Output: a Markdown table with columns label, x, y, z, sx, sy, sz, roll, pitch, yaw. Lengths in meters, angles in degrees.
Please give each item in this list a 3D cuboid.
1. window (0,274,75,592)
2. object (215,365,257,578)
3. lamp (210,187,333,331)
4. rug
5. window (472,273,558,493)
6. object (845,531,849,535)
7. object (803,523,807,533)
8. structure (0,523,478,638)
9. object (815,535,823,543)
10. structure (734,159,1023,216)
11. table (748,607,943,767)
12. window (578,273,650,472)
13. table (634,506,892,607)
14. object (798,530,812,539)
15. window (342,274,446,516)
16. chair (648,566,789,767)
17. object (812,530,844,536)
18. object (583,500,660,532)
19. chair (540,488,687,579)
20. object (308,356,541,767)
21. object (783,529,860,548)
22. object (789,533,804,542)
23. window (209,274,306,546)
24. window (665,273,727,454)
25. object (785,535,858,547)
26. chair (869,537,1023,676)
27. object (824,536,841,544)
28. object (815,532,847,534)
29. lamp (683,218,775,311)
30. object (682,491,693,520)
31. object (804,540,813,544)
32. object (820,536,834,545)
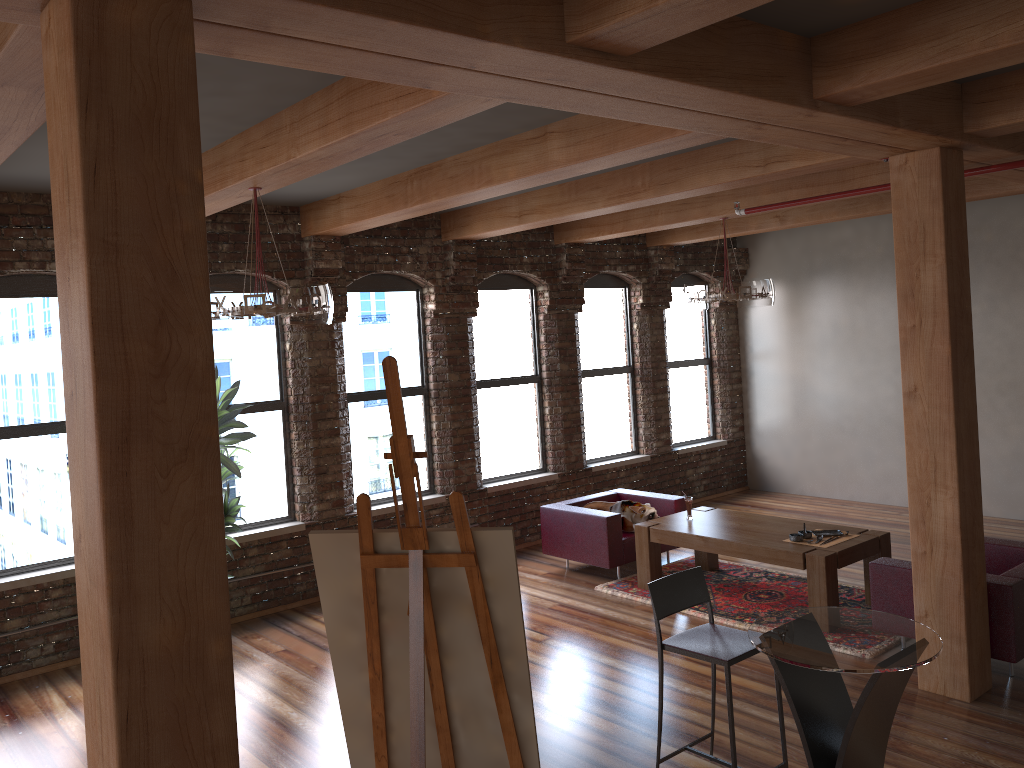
| label | x | y | z | sx | sy | sz | roll | pitch | yaw |
| --- | --- | --- | --- | --- | --- | --- | --- | --- | --- |
| window | -3.397 | 0.296 | 6.405 | 0.970 | 2.214 | 0.235 | -4 | 1 | -40 |
| object | -2.413 | 0.926 | 6.412 | 1.081 | 2.102 | 0.966 | -4 | 1 | -27 |
| lamp | -1.470 | -0.736 | 5.157 | 0.809 | 0.814 | 0.810 | -3 | 2 | 3 |
| rug | 1.986 | 1.682 | 6.965 | 1.346 | 0.009 | 2.461 | -6 | 4 | -39 |
| window | -0.014 | -0.057 | 9.210 | 0.970 | 2.214 | 0.235 | -4 | 1 | -40 |
| object | 2.491 | 1.111 | 6.592 | 0.018 | 0.021 | 0.059 | -2 | 3 | 37 |
| object | 2.183 | 1.090 | 6.609 | 0.045 | 0.079 | 0.137 | -3 | 2 | 16 |
| structure | -5.636 | 1.846 | 4.309 | 1.632 | 0.313 | 13.733 | -1 | 4 | 44 |
| object | 2.229 | 1.130 | 6.450 | 0.045 | 0.030 | 0.153 | -2 | 3 | 35 |
| structure | 3.917 | -1.358 | 4.344 | 0.051 | 0.112 | 6.804 | -4 | 3 | -39 |
| table | 1.335 | 1.456 | 3.518 | 0.722 | 0.924 | 0.722 | -4 | 2 | -15 |
| window | 1.113 | -0.175 | 10.145 | 0.970 | 2.214 | 0.235 | -4 | 1 | -40 |
| table | 1.935 | 1.411 | 6.993 | 0.902 | 0.549 | 1.749 | -5 | 3 | -39 |
| object | 2.176 | 1.119 | 6.580 | 0.099 | 0.043 | 0.099 | -3 | 3 | -2 |
| window | -1.142 | 0.061 | 8.275 | 0.970 | 2.214 | 0.235 | -4 | 1 | -40 |
| chair | 0.952 | 1.411 | 4.118 | 0.430 | 0.981 | 0.466 | -4 | 1 | -40 |
| object | 2.359 | 1.118 | 6.632 | 0.213 | 0.018 | 0.154 | -3 | 3 | 6 |
| object | 0.975 | 1.209 | 8.046 | 0.754 | 0.296 | 0.365 | -2 | 2 | 22 |
| chair | 0.956 | 1.380 | 8.182 | 1.073 | 0.592 | 0.865 | -5 | 3 | -39 |
| object | -0.295 | 0.967 | 2.978 | 0.701 | 2.140 | 0.685 | -3 | 1 | 10 |
| object | 2.285 | 1.138 | 6.541 | 0.470 | 0.001 | 0.352 | -6 | 4 | -39 |
| object | 2.088 | 1.129 | 6.503 | 0.099 | 0.043 | 0.099 | -4 | 3 | -14 |
| window | -2.268 | 0.178 | 7.341 | 0.970 | 2.214 | 0.235 | -4 | 1 | -40 |
| window | 2.241 | -0.293 | 11.080 | 0.970 | 2.214 | 0.235 | -4 | 1 | -40 |
| object | 2.285 | 1.138 | 6.541 | 0.471 | 0.003 | 0.332 | -6 | 4 | -39 |
| chair | 2.986 | 1.396 | 5.690 | 1.073 | 0.592 | 0.865 | -5 | 3 | -39 |
| object | 2.325 | 1.136 | 6.445 | 0.271 | 0.008 | 0.007 | -6 | 3 | -44 |
| object | 2.356 | 1.107 | 6.611 | 0.270 | 0.008 | 0.007 | -2 | 2 | 25 |
| lamp | 1.932 | -1.091 | 7.979 | 0.809 | 0.814 | 0.810 | -3 | 2 | 1 |
| object | 1.489 | 1.020 | 7.468 | 0.076 | 0.232 | 0.095 | -3 | 1 | -7 |
| object | 2.148 | 1.142 | 6.407 | 0.059 | 0.021 | 0.018 | -3 | 2 | 2 |
| object | 2.285 | 1.139 | 6.436 | 0.007 | 0.008 | 0.271 | -2 | 3 | 40 |
